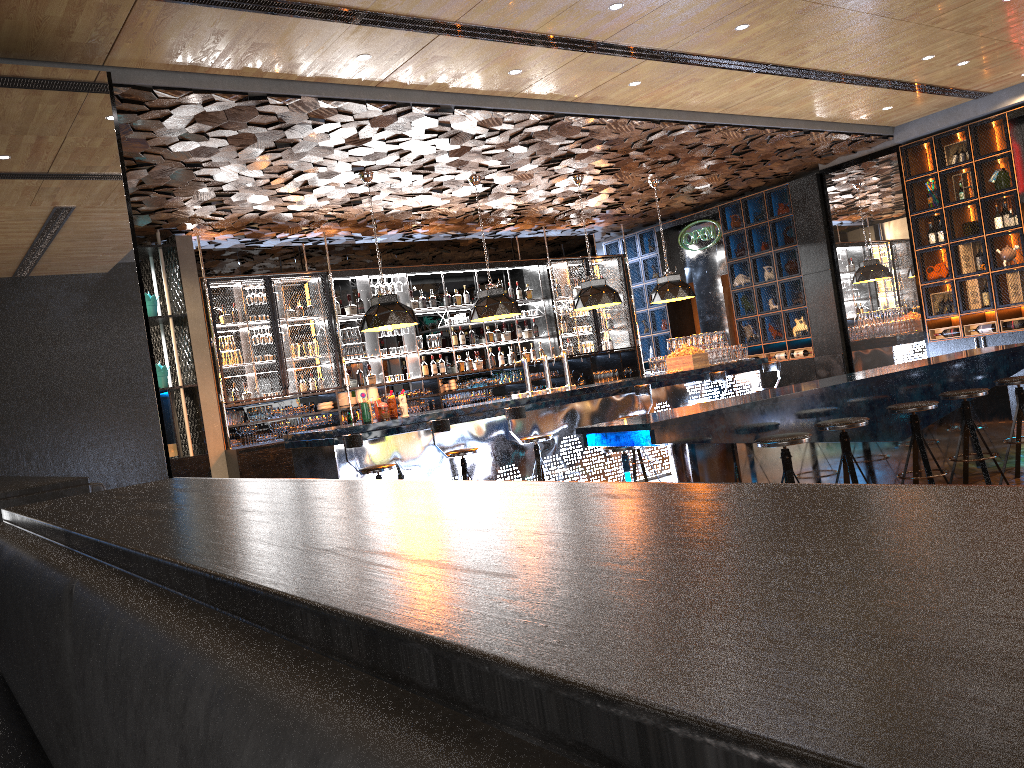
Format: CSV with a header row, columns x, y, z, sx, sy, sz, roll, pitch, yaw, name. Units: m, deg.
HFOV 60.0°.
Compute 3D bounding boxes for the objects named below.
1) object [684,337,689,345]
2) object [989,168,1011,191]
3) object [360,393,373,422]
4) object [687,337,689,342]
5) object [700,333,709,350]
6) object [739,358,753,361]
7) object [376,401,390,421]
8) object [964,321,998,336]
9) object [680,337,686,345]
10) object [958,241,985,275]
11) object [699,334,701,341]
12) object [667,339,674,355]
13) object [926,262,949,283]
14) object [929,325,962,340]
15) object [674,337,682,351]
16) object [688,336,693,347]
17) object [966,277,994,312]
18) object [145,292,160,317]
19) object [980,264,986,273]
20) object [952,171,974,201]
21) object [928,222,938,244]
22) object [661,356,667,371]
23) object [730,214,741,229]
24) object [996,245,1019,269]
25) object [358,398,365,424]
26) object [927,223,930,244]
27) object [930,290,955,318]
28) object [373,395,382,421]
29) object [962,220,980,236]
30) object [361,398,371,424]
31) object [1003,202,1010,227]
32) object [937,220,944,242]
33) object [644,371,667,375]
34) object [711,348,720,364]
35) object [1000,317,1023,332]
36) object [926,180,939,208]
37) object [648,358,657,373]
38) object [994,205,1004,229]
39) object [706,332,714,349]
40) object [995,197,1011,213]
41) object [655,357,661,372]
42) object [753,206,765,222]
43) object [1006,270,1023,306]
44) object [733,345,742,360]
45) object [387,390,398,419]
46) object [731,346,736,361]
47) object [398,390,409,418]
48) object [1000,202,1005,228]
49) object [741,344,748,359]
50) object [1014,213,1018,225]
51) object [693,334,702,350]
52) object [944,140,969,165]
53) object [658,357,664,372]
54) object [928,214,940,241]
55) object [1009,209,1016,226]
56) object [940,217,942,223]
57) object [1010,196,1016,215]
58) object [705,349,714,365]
x,y,z,sx,sy,sz,roll,pitch,yaw,name
2.286,-0.517,11.692,0.105,0.209,0.105,-9,0,-10,object
5.618,-2.344,10.223,0.229,0.294,0.165,-9,0,24,object
-1.395,0.222,8.604,0.116,0.298,0.105,-9,0,-4,object
2.374,-0.530,11.762,0.105,0.209,0.105,-9,0,-10,object
2.403,-0.533,11.074,0.105,0.209,0.105,-9,0,-10,object
2.879,-0.297,11.506,0.273,0.019,0.437,-9,0,-35,object
-1.224,0.251,8.441,0.110,0.191,0.131,-9,0,-23,object
5.585,-0.659,10.511,0.122,0.132,0.396,-9,0,-31,object
2.208,-0.504,11.488,0.105,0.209,0.105,-9,0,-10,object
5.557,-1.509,10.650,0.304,0.396,0.162,-9,0,30,object
2.416,-0.535,11.233,0.105,0.209,0.105,-9,0,-10,object
2.063,-0.483,11.522,0.105,0.209,0.105,-9,0,-10,object
5.222,-1.372,10.886,0.138,0.222,0.278,-9,0,-36,object
5.334,-0.630,10.863,0.122,0.132,0.396,-9,0,-33,object
2.137,-0.493,11.432,0.105,0.209,0.105,-9,0,-10,object
2.360,-0.528,11.603,0.105,0.209,0.105,-9,0,-10,object
5.626,-1.081,10.618,0.139,0.396,0.281,-9,0,-38,object
-4.147,-0.889,10.081,0.265,0.325,0.245,-9,0,-42,object
5.634,-1.396,10.496,0.085,0.183,0.189,-9,0,-40,object
5.419,-2.339,10.589,0.119,0.352,0.222,-9,0,-35,object
5.191,-1.847,10.948,0.088,0.306,0.088,-9,0,-27,object
1.949,-0.251,11.237,0.105,0.209,0.105,-9,0,30,object
3.416,-2.435,13.327,0.253,0.249,0.126,-9,0,25,object
5.707,-1.465,10.185,0.237,0.266,0.164,-9,0,26,object
-1.414,0.252,8.487,0.078,0.246,0.084,-9,0,-37,object
5.219,-1.857,11.039,0.086,0.313,0.086,-9,0,3,object
5.406,-0.999,10.965,0.152,0.297,0.361,-9,0,-44,object
-1.304,0.230,8.699,0.080,0.254,0.091,-9,0,-33,object
5.498,-1.841,10.571,0.182,0.187,0.187,-9,0,0,object
-1.375,0.251,8.337,0.086,0.237,0.084,-9,0,-16,object
5.722,-1.941,10.242,0.091,0.332,0.091,-9,0,8,object
5.264,-1.858,10.867,0.088,0.306,0.088,-9,0,-27,object
1.925,-0.152,11.348,0.273,0.019,0.437,-9,0,-35,object
2.534,-0.341,11.089,0.105,0.209,0.105,-9,0,-10,object
5.852,-0.697,10.189,0.396,0.132,0.126,-8,0,43,object
5.235,-2.331,10.932,0.222,0.390,0.224,-8,0,39,object
1.816,-0.232,11.422,0.105,0.209,0.105,-9,0,-10,object
5.641,-1.919,10.285,0.086,0.313,0.086,-9,0,8,object
2.474,-0.543,11.130,0.105,0.209,0.105,-9,0,-10,object
5.774,-1.977,10.371,0.122,0.390,0.132,-9,0,-41,object
1.905,-0.245,11.494,0.105,0.209,0.105,-9,0,-10,object
3.659,-2.512,12.991,0.152,0.332,0.289,-9,0,-43,object
5.914,-1.124,10.268,0.136,0.396,0.276,-9,0,-45,object
2.904,-0.396,11.394,0.105,0.209,0.105,-9,0,30,object
-1.171,0.199,8.655,0.080,0.277,0.091,-9,0,-3,object
2.890,-0.395,11.517,0.105,0.209,0.105,-9,0,-10,object
-1.055,0.188,8.581,0.081,0.264,0.099,-9,0,-15,object
5.707,-1.946,10.331,0.254,0.345,0.100,-9,0,-33,object
2.998,-0.411,11.447,0.105,0.209,0.105,-9,0,30,object
5.800,-1.923,10.154,0.080,0.277,0.080,-9,0,-27,object
2.329,-0.522,11.164,0.105,0.209,0.105,-9,0,-10,object
5.404,-2.750,10.612,0.152,0.297,0.361,-9,0,-37,object
1.935,-0.250,11.359,0.105,0.209,0.105,-9,0,-10,object
5.330,-1.913,11.090,0.116,0.392,0.144,-9,0,-30,object
5.721,-1.891,10.150,0.065,0.237,0.065,-9,0,28,object
5.401,-1.924,10.943,0.116,0.392,0.144,-9,0,-40,object
5.873,-1.992,10.237,0.122,0.390,0.132,-9,0,-26,object
2.452,-0.329,11.014,0.105,0.209,0.105,-9,0,-10,object
